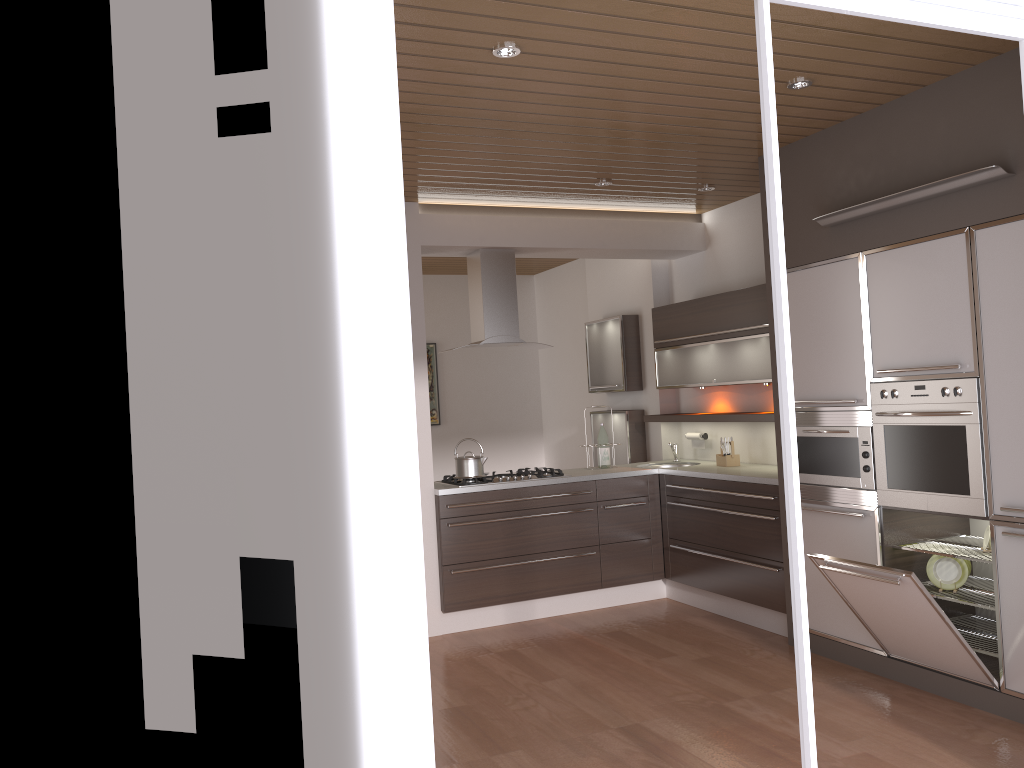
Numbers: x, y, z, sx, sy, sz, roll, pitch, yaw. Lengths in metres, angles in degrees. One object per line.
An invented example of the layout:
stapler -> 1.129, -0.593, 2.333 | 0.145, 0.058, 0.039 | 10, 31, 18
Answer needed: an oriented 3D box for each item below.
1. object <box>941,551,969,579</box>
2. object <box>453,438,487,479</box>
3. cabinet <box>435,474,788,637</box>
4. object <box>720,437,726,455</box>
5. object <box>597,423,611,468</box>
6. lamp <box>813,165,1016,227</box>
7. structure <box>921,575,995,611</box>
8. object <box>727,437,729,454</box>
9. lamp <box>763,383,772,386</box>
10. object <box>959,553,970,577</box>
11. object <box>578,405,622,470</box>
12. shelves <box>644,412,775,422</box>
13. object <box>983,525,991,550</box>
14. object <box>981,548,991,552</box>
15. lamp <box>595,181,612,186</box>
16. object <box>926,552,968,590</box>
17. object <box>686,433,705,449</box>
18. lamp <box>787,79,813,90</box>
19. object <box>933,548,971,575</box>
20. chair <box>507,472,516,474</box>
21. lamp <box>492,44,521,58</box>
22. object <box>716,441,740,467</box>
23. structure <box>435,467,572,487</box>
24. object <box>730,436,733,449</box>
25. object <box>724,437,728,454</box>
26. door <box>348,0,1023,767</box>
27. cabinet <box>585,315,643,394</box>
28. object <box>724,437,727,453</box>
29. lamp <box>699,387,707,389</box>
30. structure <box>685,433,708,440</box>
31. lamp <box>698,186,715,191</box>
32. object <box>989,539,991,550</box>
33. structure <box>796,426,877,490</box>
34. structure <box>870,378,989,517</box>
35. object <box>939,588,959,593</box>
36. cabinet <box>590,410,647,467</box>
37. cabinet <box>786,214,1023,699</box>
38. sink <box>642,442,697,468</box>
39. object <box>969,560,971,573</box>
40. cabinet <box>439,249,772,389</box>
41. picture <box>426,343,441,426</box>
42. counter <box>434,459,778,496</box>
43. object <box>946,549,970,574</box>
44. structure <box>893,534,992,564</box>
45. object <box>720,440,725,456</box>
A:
object -> 2.049, 0.873, 4.168 | 0.177, 0.173, 0.042 | -4, -1, 32
object -> -0.277, 0.475, 5.717 | 0.221, 0.251, 0.221 | -3, -1, -31
cabinet -> 0.696, 1.059, 5.548 | 2.150, 0.870, 1.850 | -3, -1, -23
object -> 1.417, 0.450, 5.931 | 0.042, 0.192, 0.040 | -4, -1, 23
object -> 0.654, 0.442, 6.358 | 0.091, 0.319, 0.091 | -3, -1, 12
lamp -> 1.733, -0.822, 3.957 | 0.139, 0.033, 1.020 | -3, -1, -23
structure -> 2.180, 0.959, 4.094 | 0.479, 0.012, 0.583 | -3, -1, -23
object -> 1.451, 0.452, 5.950 | 0.020, 0.196, 0.017 | -3, -1, 0
lamp -> 1.624, 0.001, 5.639 | 0.056, 0.018, 0.056 | -4, -1, 39
object -> 2.062, 0.872, 4.189 | 0.177, 0.173, 0.042 | -4, -1, 32
object -> 0.634, 0.381, 6.410 | 0.291, 0.453, 0.210 | -3, -1, -18
shelves -> 1.505, 0.220, 5.932 | 0.313, 0.050, 1.850 | -3, -1, -23
object -> 2.155, 0.698, 4.024 | 0.032, 0.112, 0.115 | -4, -1, 17
object -> 2.227, 0.748, 4.000 | 0.190, 0.009, 0.073 | -4, -1, 18
lamp -> 0.547, -1.224, 5.315 | 0.102, 0.055, 0.102 | -4, -1, 39
object -> 2.036, 0.873, 4.148 | 0.177, 0.173, 0.042 | -4, -1, 32
object -> 1.345, 0.416, 6.508 | 0.053, 0.119, 0.165 | -3, -1, -24
lamp -> 1.217, -1.292, 3.755 | 0.102, 0.055, 0.102 | -2, -1, -40
object -> 2.089, 0.872, 4.229 | 0.177, 0.173, 0.042 | -4, -1, 32
chair -> -0.096, 1.141, 6.909 | 0.491, 0.847, 0.608 | -4, -1, 37
lamp -> -0.021, -1.231, 3.221 | 0.102, 0.055, 0.102 | -2, -1, -40
object -> 1.456, 0.466, 5.989 | 0.100, 0.170, 0.173 | -3, -1, -12
structure -> -0.063, 0.615, 5.930 | 0.797, 0.047, 0.494 | -3, -1, -23
object -> 1.465, 0.447, 5.942 | 0.042, 0.192, 0.040 | -4, -1, 25
object -> 1.442, 0.452, 5.957 | 0.018, 0.196, 0.022 | -3, -1, -22
door -> 0.740, 0.080, 2.369 | 2.300, 2.700, 0.101 | -3, -1, -23
cabinet -> 0.762, -0.230, 7.190 | 0.172, 0.600, 0.619 | -2, -1, -38
object -> 1.435, 0.452, 5.936 | 0.023, 0.196, 0.018 | -3, -1, -21
lamp -> 1.352, 0.029, 6.272 | 0.056, 0.018, 0.056 | -4, -1, 39
structure -> 1.372, 0.381, 6.505 | 0.087, 0.049, 0.237 | -3, -1, -23
lamp -> 1.230, -1.258, 5.610 | 0.102, 0.055, 0.102 | -3, -1, 5
object -> 2.178, 0.696, 4.016 | 0.032, 0.112, 0.115 | -4, -1, 17
structure -> 1.618, 0.369, 4.526 | 0.049, 0.301, 0.569 | -3, -1, -23
structure -> 1.836, 0.278, 3.976 | 0.066, 0.583, 0.582 | -3, -1, -23
object -> 2.067, 0.960, 4.182 | 0.073, 0.009, 0.190 | -4, -1, 33
cabinet -> 0.852, 0.517, 7.217 | 0.194, 0.600, 0.598 | -3, -1, -23
cabinet -> 1.925, 0.320, 4.012 | 1.047, 1.948, 1.796 | -3, -1, -23
sink -> 1.115, 0.597, 6.369 | 0.450, 0.347, 0.494 | -3, -1, -17
object -> 2.102, 0.871, 4.249 | 0.177, 0.173, 0.042 | -4, -1, 32
cabinet -> 0.677, -0.470, 5.665 | 2.058, 1.032, 1.399 | -3, -1, -19
picture -> -1.305, 0.029, 8.384 | 1.277, 0.801, 0.018 | -3, -1, -23
counter -> 0.670, 0.606, 5.557 | 2.150, 0.036, 1.850 | -3, -1, -23
object -> 2.075, 0.872, 4.209 | 0.177, 0.173, 0.042 | -4, -1, 32
structure -> 2.169, 0.761, 4.097 | 0.479, 0.012, 0.583 | -3, -1, -23
object -> 1.423, 0.463, 5.958 | 0.044, 0.178, 0.019 | -4, -1, 42
